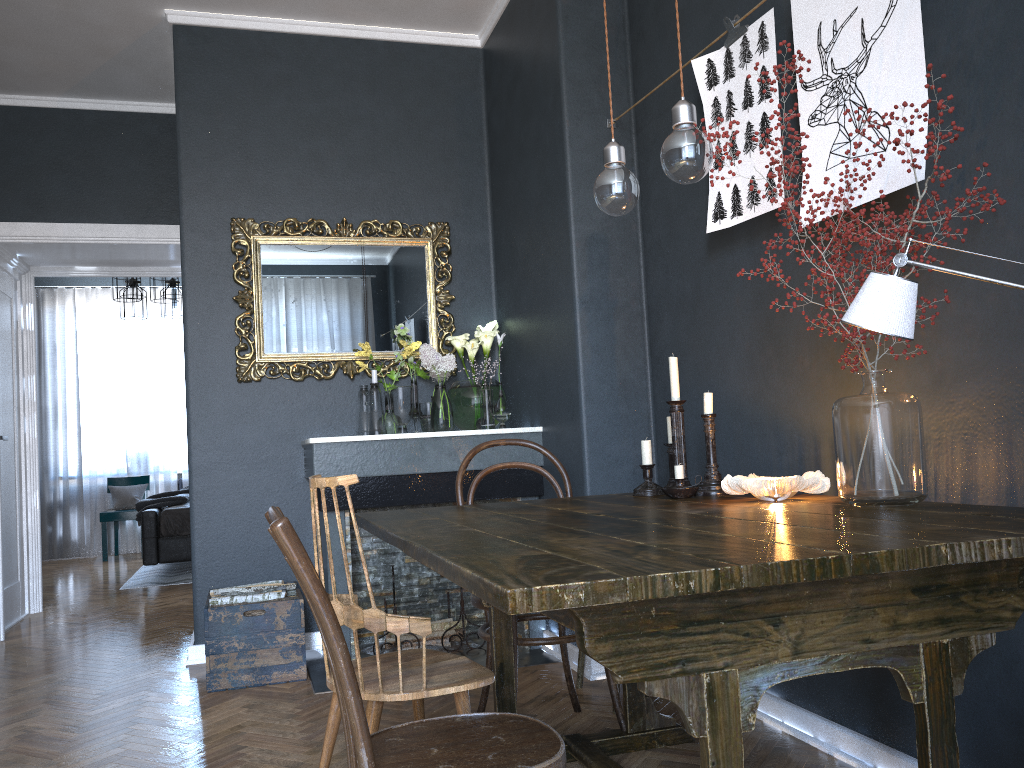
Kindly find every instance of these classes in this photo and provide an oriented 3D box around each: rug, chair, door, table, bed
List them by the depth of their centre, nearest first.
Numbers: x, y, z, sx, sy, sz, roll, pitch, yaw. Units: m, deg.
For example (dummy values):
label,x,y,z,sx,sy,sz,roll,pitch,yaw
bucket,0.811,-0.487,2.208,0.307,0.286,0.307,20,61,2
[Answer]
label,x,y,z,sx,sy,sz,roll,pitch,yaw
chair,-0.148,0.597,1.465,0.467,0.819,0.363,-2,-3,-17
table,0.323,0.652,1.958,1.126,0.727,1.606,-2,-4,-17
chair,-0.282,0.636,2.107,0.383,0.856,0.456,-1,-4,-32
chair,0.078,0.625,2.767,0.438,0.920,0.550,-2,-3,-14
table,0.448,0.933,3.128,0.364,0.317,0.370,-2,-4,-17
door,-3.034,0.335,5.266,0.162,2.185,0.858,-2,-3,-17
rug,-2.478,1.570,7.686,1.458,0.013,2.047,-2,-4,-17
bed,-2.027,0.978,7.896,2.374,1.161,2.268,-2,-4,-17
chair,-3.846,1.326,8.855,0.435,0.798,0.593,-2,-4,-17

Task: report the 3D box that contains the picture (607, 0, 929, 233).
label,x,y,z,sx,sy,sz,roll,pitch,yaw
picture,1.042,-0.854,1.380,0.058,0.770,4.462,-2,-4,-17

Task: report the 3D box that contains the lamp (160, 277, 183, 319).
label,x,y,z,sx,sy,sz,roll,pitch,yaw
lamp,-3.151,-0.989,8.232,0.210,0.746,0.210,-3,-3,-3

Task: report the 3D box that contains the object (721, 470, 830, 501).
label,x,y,z,sx,sy,sz,roll,pitch,yaw
object,0.642,0.250,2.167,0.252,0.072,0.254,-2,-4,-10

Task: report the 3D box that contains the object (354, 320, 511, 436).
label,x,y,z,sx,sy,sz,roll,pitch,yaw
object,-0.364,-0.042,4.146,0.727,0.546,0.475,-2,-4,-14

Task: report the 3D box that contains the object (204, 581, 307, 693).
label,x,y,z,sx,sy,sz,roll,pitch,yaw
object,-1.090,1.055,3.768,0.383,0.326,0.553,-2,-4,-17

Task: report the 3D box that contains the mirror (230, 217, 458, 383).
label,x,y,z,sx,sy,sz,roll,pitch,yaw
mirror,-0.791,-0.410,4.261,1.056,0.783,0.067,-2,-3,-17

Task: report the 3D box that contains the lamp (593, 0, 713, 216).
label,x,y,z,sx,sy,sz,roll,pitch,yaw
lamp,-0.395,-1.158,2.063,1.591,1.573,0.583,-4,-3,14

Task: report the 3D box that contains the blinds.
label,x,y,z,sx,sy,sz,roll,pitch,yaw
blinds,-3.485,0.346,9.463,3.992,2.786,0.313,-2,-3,-17

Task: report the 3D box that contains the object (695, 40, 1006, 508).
label,x,y,z,sx,sy,sz,roll,pitch,yaw
object,0.773,-0.205,1.919,0.557,0.930,0.639,-6,-5,44

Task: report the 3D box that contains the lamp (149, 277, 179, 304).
label,x,y,z,sx,sy,sz,roll,pitch,yaw
lamp,-2.866,-1.059,7.288,0.210,0.769,0.210,-3,-3,-3

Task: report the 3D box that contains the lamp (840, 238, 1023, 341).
label,x,y,z,sx,sy,sz,roll,pitch,yaw
lamp,0.901,0.272,1.232,0.800,1.068,0.242,-5,-4,28

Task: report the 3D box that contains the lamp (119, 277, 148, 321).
label,x,y,z,sx,sy,sz,roll,pitch,yaw
lamp,-3.359,-0.975,7.846,0.210,0.803,0.210,-3,-3,-3

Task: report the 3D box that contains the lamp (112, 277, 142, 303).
label,x,y,z,sx,sy,sz,roll,pitch,yaw
lamp,-3.254,-1.058,7.476,0.210,0.713,0.210,-3,-3,-3

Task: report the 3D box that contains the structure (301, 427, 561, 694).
label,x,y,z,sx,sy,sz,roll,pitch,yaw
structure,-0.384,0.710,3.919,1.065,0.980,0.835,-2,-4,-17

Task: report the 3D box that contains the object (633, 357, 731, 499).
label,x,y,z,sx,sy,sz,roll,pitch,yaw
object,0.480,0.117,2.613,0.223,0.419,0.368,-2,-4,-16

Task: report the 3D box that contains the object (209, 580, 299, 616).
label,x,y,z,sx,sy,sz,roll,pitch,yaw
object,-1.090,0.979,3.774,0.370,0.246,0.533,-2,-4,-17
